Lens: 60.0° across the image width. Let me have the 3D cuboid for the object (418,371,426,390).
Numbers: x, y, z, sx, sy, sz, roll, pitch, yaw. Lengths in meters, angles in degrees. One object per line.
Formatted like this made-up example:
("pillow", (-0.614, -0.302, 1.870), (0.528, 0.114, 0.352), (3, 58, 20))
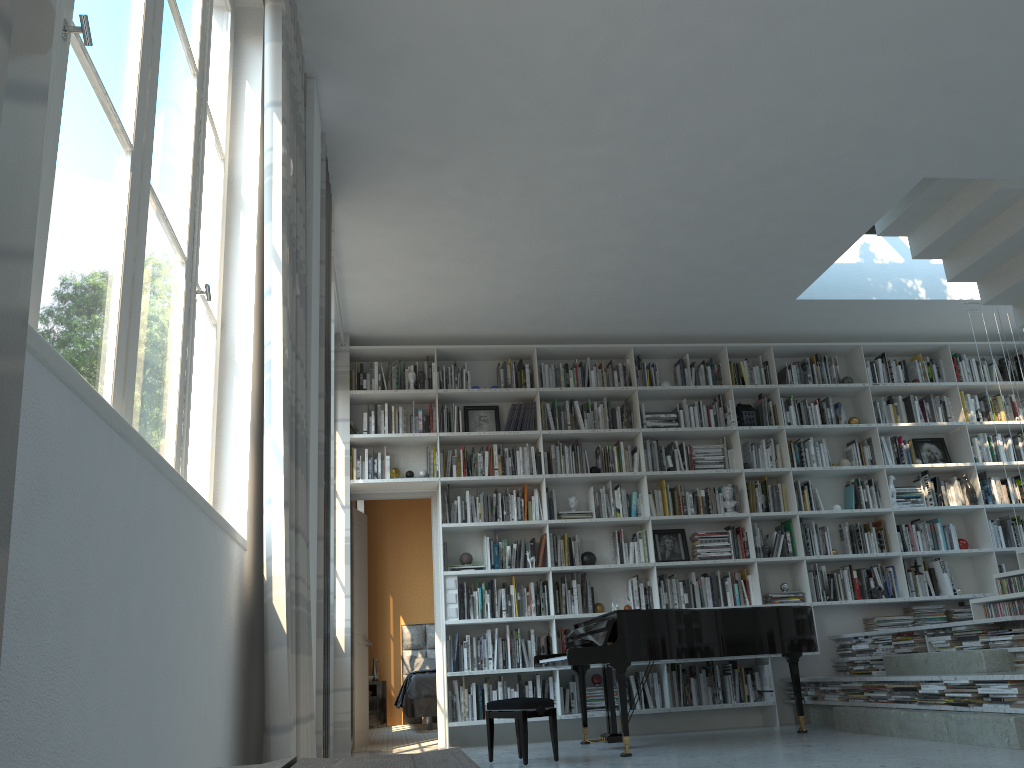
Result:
("object", (-0.743, -0.014, 7.309), (0.067, 0.197, 0.068), (-15, -21, 32))

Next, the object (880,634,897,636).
("object", (2.858, 1.877, 6.635), (0.144, 0.005, 0.258), (-1, -18, -8))

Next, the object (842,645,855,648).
("object", (2.781, 2.122, 7.178), (0.135, 0.011, 0.222), (-2, -18, -4))

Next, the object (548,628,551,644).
("object", (0.294, 2.065, 6.948), (0.017, 0.289, 0.089), (-1, -18, -8))

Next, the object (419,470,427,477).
("object", (-0.721, 0.729, 7.183), (0.071, 0.072, 0.072), (7, -21, -29))

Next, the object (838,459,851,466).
("object", (2.892, 0.706, 7.714), (0.112, 0.112, 0.112), (7, -21, -29))

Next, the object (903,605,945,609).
("object", (3.440, 1.864, 7.411), (0.285, 0.005, 0.160), (-2, -18, -3))

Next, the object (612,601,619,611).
("object", (0.818, 1.765, 7.010), (0.060, 0.094, 0.078), (-6, -18, 8))

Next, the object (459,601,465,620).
("object", (-0.387, 1.737, 6.788), (0.045, 0.146, 0.045), (-13, -20, 28))

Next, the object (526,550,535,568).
("object", (0.147, 1.379, 6.957), (0.082, 0.139, 0.044), (5, -19, -23))

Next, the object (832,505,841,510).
("object", (2.759, 1.061, 7.531), (0.071, 0.072, 0.072), (-18, -23, 38))

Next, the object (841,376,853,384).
("object", (2.973, -0.015, 7.868), (0.104, 0.105, 0.104), (-18, -23, 38))

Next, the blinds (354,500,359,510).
("blinds", (-1.500, 1.608, 8.218), (0.140, 3.219, 0.779), (-1, -18, -8))

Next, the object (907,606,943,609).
("object", (3.439, 1.872, 7.418), (0.254, 0.005, 0.161), (-1, -18, -7))

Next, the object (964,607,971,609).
("object", (3.954, 1.870, 7.446), (0.144, 0.004, 0.296), (0, -19, -10))

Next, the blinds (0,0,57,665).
("blinds", (-0.458, -0.965, 0.698), (0.132, 3.249, 0.725), (-1, -18, -9))

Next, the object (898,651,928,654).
("object", (2.893, 1.913, 6.321), (0.145, 0.010, 0.267), (1, -19, -12))

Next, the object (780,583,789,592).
("object", (2.215, 1.653, 7.210), (0.071, 0.072, 0.072), (-18, -23, 38))

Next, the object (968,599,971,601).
("object", (3.961, 1.812, 7.466), (0.130, 0.015, 0.210), (0, -19, -9))

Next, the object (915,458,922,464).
("object", (3.548, 0.698, 7.777), (0.091, 0.092, 0.092), (-18, -23, 38))

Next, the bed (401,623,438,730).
("bed", (-0.339, 3.220, 10.027), (1.770, 1.176, 2.182), (-1, -18, -8))

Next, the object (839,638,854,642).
("object", (2.783, 2.072, 7.194), (0.131, 0.024, 0.291), (-1, -18, -6))

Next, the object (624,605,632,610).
("object", (0.919, 1.786, 7.043), (0.061, 0.062, 0.061), (-18, -23, 38))

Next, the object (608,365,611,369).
("object", (0.843, -0.024, 7.684), (0.010, 0.246, 0.158), (-1, -18, -8))

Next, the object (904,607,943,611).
("object", (3.439, 1.883, 7.417), (0.254, 0.005, 0.161), (-1, -18, -8))

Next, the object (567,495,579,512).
("object", (0.503, 0.988, 7.304), (0.095, 0.156, 0.121), (-5, -18, 5))

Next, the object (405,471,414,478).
("object", (-0.828, 0.737, 7.188), (0.071, 0.072, 0.072), (7, -21, -29))

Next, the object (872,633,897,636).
("object", (2.842, 1.871, 6.634), (0.159, 0.007, 0.286), (0, -19, -11))

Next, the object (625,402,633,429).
("object", (0.985, 0.274, 7.454), (0.075, 0.254, 0.075), (6, -20, -28))

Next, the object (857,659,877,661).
("object", (2.789, 2.136, 6.879), (0.130, 0.007, 0.215), (1, -19, -12))

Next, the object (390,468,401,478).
("object", (-0.937, 0.716, 7.128), (0.087, 0.087, 0.087), (-18, -23, 38))

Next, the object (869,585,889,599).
("object", (2.993, 1.698, 7.228), (0.160, 0.113, 0.065), (3, -19, -20))

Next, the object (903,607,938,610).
("object", (3.439, 1.878, 7.419), (0.285, 0.005, 0.160), (-1, -18, -8))

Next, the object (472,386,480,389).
("object", (-0.303, 0.058, 7.464), (0.083, 0.083, 0.083), (7, -21, -29))

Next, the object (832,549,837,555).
("object", (2.690, 1.422, 7.440), (0.071, 0.072, 0.072), (-18, -23, 38))

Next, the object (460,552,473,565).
("object", (-0.363, 1.390, 7.032), (0.105, 0.106, 0.105), (7, -21, -29))

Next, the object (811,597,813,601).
("object", (2.433, 1.771, 7.285), (0.071, 0.072, 0.072), (-18, -23, 38))

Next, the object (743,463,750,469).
("object", (1.977, 0.702, 7.489), (0.071, 0.072, 0.072), (-18, -23, 38))

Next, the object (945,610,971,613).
("object", (3.807, 1.915, 7.458), (0.327, 0.008, 0.208), (-1, -18, -8))

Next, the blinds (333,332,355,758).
("blinds", (-1.349, 1.231, 7.107), (0.140, 3.219, 0.779), (-1, -18, -8))

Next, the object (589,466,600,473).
("object", (0.685, 0.732, 7.370), (0.097, 0.098, 0.097), (-18, -23, 38))

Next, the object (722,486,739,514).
("object", (1.794, 0.967, 7.340), (0.137, 0.243, 0.138), (12, -24, -40))

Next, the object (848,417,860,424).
("object", (2.994, 0.336, 7.762), (0.100, 0.101, 0.101), (7, -21, -29))

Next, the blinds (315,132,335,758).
("blinds", (-0.990, 0.338, 4.475), (0.140, 3.219, 0.779), (-1, -18, -8))

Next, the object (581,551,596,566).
("object", (0.614, 1.419, 7.156), (0.134, 0.135, 0.134), (-18, -23, 38))

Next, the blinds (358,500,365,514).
("blinds", (-1.860, 2.501, 10.850), (0.140, 3.219, 0.779), (-1, -18, -8))

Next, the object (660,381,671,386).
("object", (1.326, 0.023, 7.687), (0.105, 0.105, 0.105), (7, -21, -29))

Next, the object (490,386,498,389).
("object", (-0.148, 0.056, 7.486), (0.083, 0.083, 0.083), (7, -21, -29))

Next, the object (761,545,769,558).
("object", (2.064, 1.365, 7.220), (0.054, 0.113, 0.079), (0, -18, -9))

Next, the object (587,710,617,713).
("object", (0.667, 2.517, 6.822), (0.254, 0.007, 0.161), (-2, -18, -5))

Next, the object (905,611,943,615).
("object", (3.438, 1.914, 7.407), (0.254, 0.005, 0.161), (-1, -18, -8))

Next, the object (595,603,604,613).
("object", (0.690, 1.788, 7.056), (0.091, 0.091, 0.091), (7, -21, -29))

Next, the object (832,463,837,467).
("object", (2.782, 0.720, 7.669), (0.068, 0.068, 0.068), (7, -21, -29))

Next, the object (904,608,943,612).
("object", (3.439, 1.888, 7.415), (0.254, 0.005, 0.161), (-1, -18, -8))

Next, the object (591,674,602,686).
("object", (0.655, 2.287, 6.859), (0.086, 0.087, 0.086), (7, -21, -29))

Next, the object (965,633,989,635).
("object", (2.990, 1.592, 5.649), (0.142, 0.006, 0.204), (0, -19, -10))

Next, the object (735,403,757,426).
("object", (2.017, 0.284, 7.662), (0.135, 0.247, 0.136), (2, -19, -18))

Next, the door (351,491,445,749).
("door", (-1.030, 1.958, 7.364), (0.834, 1.973, 0.789), (-1, -18, -8))

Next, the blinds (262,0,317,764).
("blinds", (-0.815, -0.106, 3.226), (0.183, 3.249, 1.029), (-1, -18, -9))

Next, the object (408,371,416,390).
("object", (-0.824, -0.013, 7.298), (0.067, 0.197, 0.068), (-15, -21, 32))
